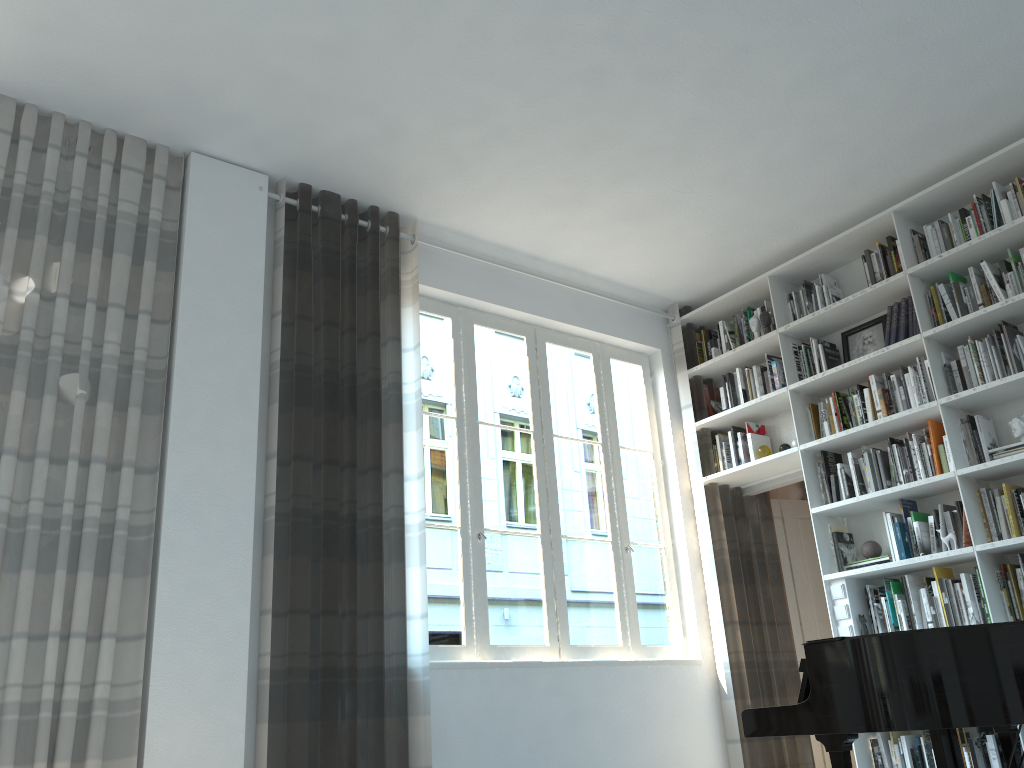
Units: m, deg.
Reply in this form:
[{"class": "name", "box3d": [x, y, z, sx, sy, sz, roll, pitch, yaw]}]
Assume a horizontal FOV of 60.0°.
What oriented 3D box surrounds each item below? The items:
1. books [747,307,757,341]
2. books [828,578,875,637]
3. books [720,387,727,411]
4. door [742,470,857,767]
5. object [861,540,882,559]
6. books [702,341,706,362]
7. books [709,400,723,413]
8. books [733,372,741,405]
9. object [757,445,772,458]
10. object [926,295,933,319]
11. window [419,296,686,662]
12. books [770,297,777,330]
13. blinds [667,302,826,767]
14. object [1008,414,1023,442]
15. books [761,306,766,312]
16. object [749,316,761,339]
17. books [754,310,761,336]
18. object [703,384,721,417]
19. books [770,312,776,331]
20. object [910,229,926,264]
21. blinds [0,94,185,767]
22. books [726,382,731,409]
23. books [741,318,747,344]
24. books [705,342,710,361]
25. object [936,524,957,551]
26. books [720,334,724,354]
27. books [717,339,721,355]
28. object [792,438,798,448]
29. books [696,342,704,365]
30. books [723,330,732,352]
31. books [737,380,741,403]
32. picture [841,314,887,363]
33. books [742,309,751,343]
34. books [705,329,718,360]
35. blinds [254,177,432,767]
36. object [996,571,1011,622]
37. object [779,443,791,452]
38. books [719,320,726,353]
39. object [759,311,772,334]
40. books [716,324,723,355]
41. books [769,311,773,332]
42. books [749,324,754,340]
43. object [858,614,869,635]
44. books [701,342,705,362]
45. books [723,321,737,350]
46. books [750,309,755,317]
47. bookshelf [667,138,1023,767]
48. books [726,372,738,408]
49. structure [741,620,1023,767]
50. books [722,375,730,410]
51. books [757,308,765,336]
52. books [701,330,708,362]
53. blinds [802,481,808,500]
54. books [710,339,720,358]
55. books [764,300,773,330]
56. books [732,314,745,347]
[{"class": "books", "box3d": [1.578, -0.340, 5.719, 0.129, 0.313, 0.029, 12, -26, -35]}, {"class": "books", "box3d": [1.863, 1.230, 4.784, 0.307, 0.338, 0.106, 12, -26, -35]}, {"class": "books", "box3d": [1.432, 0.138, 5.777, 0.166, 0.217, 0.034, 12, -26, -35]}, {"class": "door", "box3d": [2.064, 1.572, 5.451, 0.787, 1.972, 0.836, 12, -26, -35]}, {"class": "object", "box3d": [1.947, 0.901, 4.802, 0.105, 0.106, 0.105, -15, -24, 28]}, {"class": "books", "box3d": [1.353, -0.178, 5.971, 0.151, 0.222, 0.023, 12, -26, -35]}, {"class": "books", "box3d": [1.396, 0.184, 5.834, 0.129, 0.175, 0.122, 12, -26, -35]}, {"class": "books", "box3d": [1.501, 0.069, 5.710, 0.133, 0.287, 0.028, 12, -26, -35]}, {"class": "object", "box3d": [1.547, 0.418, 5.429, 0.087, 0.087, 0.087, -8, -21, 10]}, {"class": "object", "box3d": [2.284, -0.347, 4.726, 0.161, 0.253, 0.012, 12, -26, -35]}, {"class": "window", "box3d": [0.205, 0.564, 5.087, 1.985, 2.001, 0.074, 12, -26, -35]}, {"class": "books", "box3d": [1.704, -0.401, 5.546, 0.175, 0.285, 0.022, 12, -26, -35]}, {"class": "blinds", "box3d": [1.484, 1.027, 5.682, 0.777, 3.217, 0.140, 12, -26, -35]}, {"class": "object", "box3d": [2.471, 0.220, 4.293, 0.121, 0.156, 0.095, 5, -23, -22]}, {"class": "books", "box3d": [1.649, -0.360, 5.604, 0.147, 0.258, 0.027, 12, -26, -35]}, {"class": "object", "box3d": [1.525, -0.332, 5.535, 0.067, 0.197, 0.067, -5, -21, 4]}, {"class": "books", "box3d": [1.616, -0.338, 5.633, 0.168, 0.243, 0.025, 12, -26, -35]}, {"class": "object", "box3d": [1.338, 0.147, 5.893, 0.176, 0.294, 0.035, 12, -26, -35]}, {"class": "books", "box3d": [1.692, -0.345, 5.547, 0.168, 0.184, 0.028, 12, -26, -35]}, {"class": "object", "box3d": [2.261, -0.703, 4.861, 0.159, 0.284, 0.012, 12, -26, -35]}, {"class": "blinds", "box3d": [-1.833, 0.308, 3.329, 1.027, 3.248, 0.183, 12, -26, -36]}, {"class": "books", "box3d": [1.460, 0.110, 5.725, 0.172, 0.227, 0.023, 12, -26, -35]}, {"class": "books", "box3d": [1.557, -0.299, 5.743, 0.130, 0.256, 0.030, 12, -26, -35]}, {"class": "books", "box3d": [1.370, -0.178, 5.934, 0.167, 0.194, 0.024, 12, -26, -35]}, {"class": "object", "box3d": [2.130, 0.755, 4.341, 0.082, 0.139, 0.044, -18, -25, 34]}, {"class": "books", "box3d": [1.450, -0.230, 5.860, 0.157, 0.226, 0.024, 12, -26, -35]}, {"class": "books", "box3d": [1.435, -0.202, 5.886, 0.145, 0.195, 0.031, 12, -26, -35]}, {"class": "object", "box3d": [1.701, 0.357, 5.279, 0.071, 0.072, 0.072, -15, -24, 28]}, {"class": "books", "box3d": [1.318, -0.164, 5.995, 0.188, 0.218, 0.014, 12, -26, -35]}, {"class": "books", "box3d": [1.467, -0.241, 5.804, 0.176, 0.205, 0.030, 12, -26, -35]}, {"class": "books", "box3d": [1.517, 0.083, 5.682, 0.156, 0.238, 0.024, 12, -26, -35]}, {"class": "picture", "box3d": [2.044, -0.215, 5.108, 0.077, 0.298, 0.301, 11, -26, -35]}, {"class": "books", "box3d": [1.557, -0.330, 5.727, 0.146, 0.303, 0.014, 12, -26, -35]}, {"class": "books", "box3d": [1.378, -0.222, 5.926, 0.177, 0.268, 0.025, 12, -26, -35]}, {"class": "blinds", "box3d": [-0.763, 0.553, 4.087, 0.777, 3.217, 0.140, 12, -26, -35]}, {"class": "object", "box3d": [2.374, 1.018, 4.209, 0.161, 0.253, 0.012, 12, -26, -35]}, {"class": "object", "box3d": [1.655, 0.395, 5.368, 0.071, 0.072, 0.072, -15, -24, 28]}, {"class": "books", "box3d": [1.455, -0.266, 5.845, 0.189, 0.282, 0.028, 12, -26, -35]}, {"class": "object", "box3d": [1.572, -0.358, 5.475, 0.067, 0.197, 0.067, -5, -21, 4]}, {"class": "books", "box3d": [1.431, -0.251, 5.877, 0.160, 0.280, 0.010, 12, -26, -35]}, {"class": "books", "box3d": [1.679, -0.345, 5.571, 0.146, 0.204, 0.023, 12, -26, -35]}, {"class": "books", "box3d": [1.589, -0.291, 5.671, 0.159, 0.186, 0.024, 12, -26, -35]}, {"class": "object", "box3d": [1.839, 1.279, 4.638, 0.045, 0.146, 0.045, -4, -21, 1]}, {"class": "books", "box3d": [1.347, -0.171, 5.995, 0.130, 0.227, 0.024, 12, -26, -35]}, {"class": "books", "box3d": [1.480, -0.280, 5.786, 0.191, 0.261, 0.057, 12, -26, -35]}, {"class": "books", "box3d": [1.602, -0.337, 5.676, 0.158, 0.274, 0.013, 12, -26, -35]}, {"class": "bookshelf", "box3d": [3.147, 0.051, 3.274, 0.330, 3.129, 6.316, 11, -26, -35]}, {"class": "books", "box3d": [1.468, 0.076, 5.715, 0.186, 0.281, 0.023, 12, -26, -35]}, {"class": "structure", "box3d": [1.938, 1.167, 2.809, 1.336, 0.829, 1.924, 12, -26, -35]}, {"class": "books", "box3d": [1.445, 0.094, 5.776, 0.162, 0.295, 0.012, 12, -26, -35]}, {"class": "books", "box3d": [1.637, -0.348, 5.623, 0.179, 0.252, 0.021, 12, -26, -35]}, {"class": "books", "box3d": [1.354, -0.215, 5.963, 0.175, 0.285, 0.014, 12, -26, -35]}, {"class": "blinds", "box3d": [2.431, 1.227, 6.356, 0.777, 3.217, 0.140, 12, -26, -35]}, {"class": "books", "box3d": [1.398, -0.192, 5.892, 0.182, 0.185, 0.028, 12, -26, -35]}, {"class": "books", "box3d": [1.669, -0.379, 5.602, 0.154, 0.290, 0.013, 12, -26, -35]}, {"class": "books", "box3d": [1.521, -0.302, 5.763, 0.182, 0.281, 0.039, 12, -26, -35]}]
